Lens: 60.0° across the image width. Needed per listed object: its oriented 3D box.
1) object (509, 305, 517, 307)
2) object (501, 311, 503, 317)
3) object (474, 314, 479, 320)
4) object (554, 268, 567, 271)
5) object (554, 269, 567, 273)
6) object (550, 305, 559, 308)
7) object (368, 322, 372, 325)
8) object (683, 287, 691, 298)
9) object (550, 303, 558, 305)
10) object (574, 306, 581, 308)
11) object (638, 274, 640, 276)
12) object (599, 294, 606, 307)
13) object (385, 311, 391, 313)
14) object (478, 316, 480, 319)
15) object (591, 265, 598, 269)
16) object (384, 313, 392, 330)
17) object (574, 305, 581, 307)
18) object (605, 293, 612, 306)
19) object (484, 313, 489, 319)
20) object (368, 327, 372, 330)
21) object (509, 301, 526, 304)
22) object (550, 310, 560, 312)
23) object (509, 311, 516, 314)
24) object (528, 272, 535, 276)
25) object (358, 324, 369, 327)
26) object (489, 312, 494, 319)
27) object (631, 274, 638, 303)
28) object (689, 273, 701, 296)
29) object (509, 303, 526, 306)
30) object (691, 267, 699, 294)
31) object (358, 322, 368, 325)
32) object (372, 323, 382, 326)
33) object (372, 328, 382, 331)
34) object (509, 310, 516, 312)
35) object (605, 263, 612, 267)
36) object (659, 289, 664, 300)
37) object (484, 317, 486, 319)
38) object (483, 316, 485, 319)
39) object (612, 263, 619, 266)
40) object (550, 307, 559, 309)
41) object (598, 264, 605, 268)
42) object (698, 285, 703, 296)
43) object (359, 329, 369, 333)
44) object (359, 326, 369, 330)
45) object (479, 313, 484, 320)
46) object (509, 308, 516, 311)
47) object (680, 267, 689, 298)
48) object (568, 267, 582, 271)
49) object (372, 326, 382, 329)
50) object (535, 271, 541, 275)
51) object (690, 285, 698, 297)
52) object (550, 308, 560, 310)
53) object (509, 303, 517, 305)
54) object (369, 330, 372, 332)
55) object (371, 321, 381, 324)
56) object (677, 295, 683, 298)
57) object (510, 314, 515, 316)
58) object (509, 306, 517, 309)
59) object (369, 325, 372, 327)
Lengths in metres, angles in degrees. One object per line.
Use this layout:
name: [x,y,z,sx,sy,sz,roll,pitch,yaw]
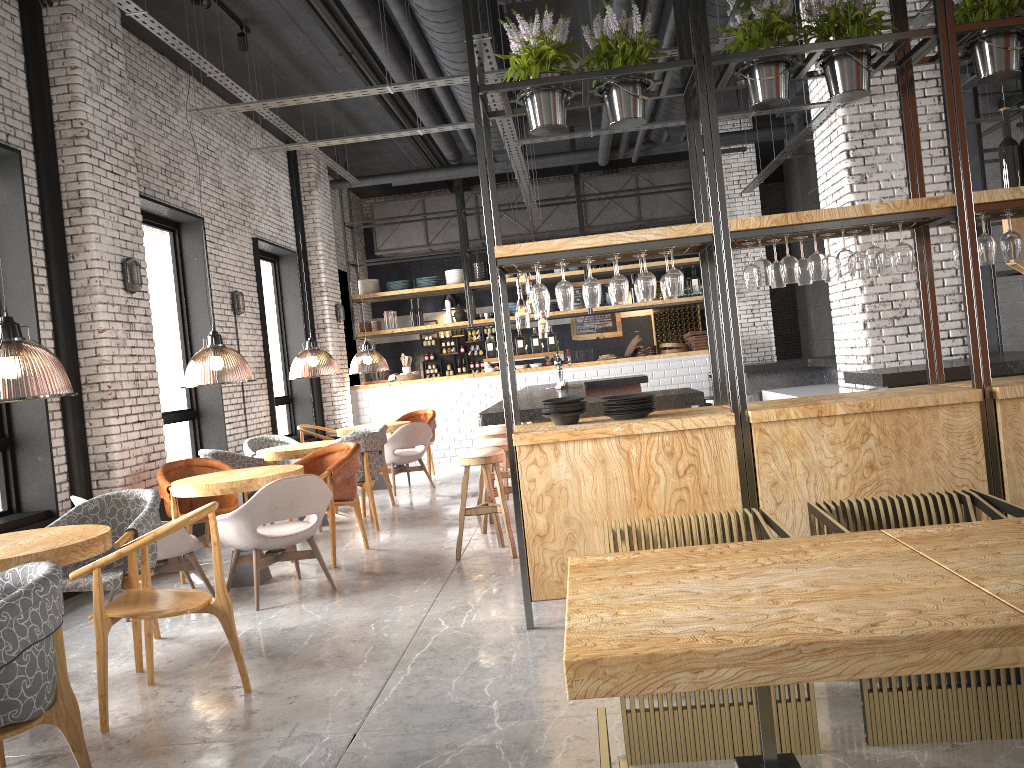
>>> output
object: [0.102,-1.235,14.229,0.334,0.052,0.334,-5,1,21]
object: [-0.168,-1.099,14.029,0.072,0.097,0.072,-5,1,36]
object: [-0.559,-1.059,14.059,0.072,0.097,0.072,-6,1,27]
object: [0.775,-1.828,14.169,0.210,0.069,0.210,-7,1,-30]
object: [0.781,-1.785,14.170,0.210,0.065,0.210,-5,1,22]
object: [0.554,-1.218,14.192,0.453,0.062,0.453,-7,2,-41]
object: [-2.356,-0.983,14.551,0.157,0.053,0.168,-6,1,4]
object: [2.731,-1.439,13.883,0.118,0.181,0.118,-6,1,-19]
object: [0.550,-1.264,14.192,0.453,0.048,0.454,-5,2,31]
object: [0.969,-1.212,14.161,0.263,0.037,0.263,-6,1,-22]
object: [2.042,-1.517,14.091,0.098,0.471,0.098,-6,0,12]
object: [1.407,-1.331,14.124,0.198,0.230,0.166,-6,1,11]
object: [-1.985,-1.032,14.450,0.126,0.313,0.179,-6,1,37]
object: [-0.550,-1.063,14.176,0.072,0.097,0.072,-6,1,4]
object: [1.288,-2.035,14.005,0.098,0.458,0.098,-6,0,27]
object: [-1.977,-1.001,14.196,0.106,0.264,0.152,-6,1,32]
object: [0.968,-1.230,14.162,0.265,0.038,0.265,-5,1,27]
object: [1.582,-1.348,14.098,0.166,0.230,0.198,-6,1,-25]
object: [-0.404,-1.075,14.047,0.072,0.097,0.072,-5,1,44]
object: [-2.348,-0.907,14.551,0.157,0.053,0.168,-6,1,4]
object: [0.095,-1.295,14.227,0.373,0.050,0.373,-5,1,26]
object: [0.563,-1.146,14.193,0.454,0.033,0.454,-6,1,-13]
object: [0.111,-1.137,14.231,0.373,0.067,0.372,-6,1,-14]
object: [0.294,-1.942,14.157,0.098,0.471,0.098,-6,0,27]
object: [-2.386,-0.933,14.298,0.157,0.053,0.168,-6,1,4]
object: [-0.323,-1.083,14.041,0.072,0.097,0.072,-6,1,25]
object: [1.936,-1.506,14.100,0.098,0.471,0.098,-6,0,-7]
object: [2.902,-1.569,14.057,0.156,0.405,0.106,-6,0,9]
object: [0.099,-1.261,14.228,0.335,0.036,0.335,-6,1,-6]
object: [2.893,-1.644,14.052,0.140,0.550,0.097,-6,0,9]
object: [-2.391,-0.974,14.298,0.157,0.053,0.168,-6,1,4]
object: [-2.210,-0.954,14.432,0.157,0.053,0.168,-6,1,9]
object: [-2.202,-0.874,14.432,0.157,0.053,0.168,-6,1,9]
object: [0.107,-1.167,14.228,0.334,0.045,0.335,-6,1,1]
object: [1.506,-2.057,13.988,0.098,0.458,0.098,-6,0,-18]
object: [2.369,-1.402,13.925,0.118,0.181,0.118,-6,1,-32]
object: [-0.455,-1.078,14.404,0.072,0.097,0.072,-6,1,23]
object: [-0.464,-1.074,14.287,0.072,0.097,0.072,-5,1,36]
object: [1.613,-2.068,13.980,0.098,0.458,0.098,-6,0,-18]
object: [0.559,-1.194,14.193,0.453,0.050,0.454,-5,1,25]
object: [1.395,-2.045,13.997,0.098,0.458,0.098,-6,0,27]
object: [2.970,-1.462,13.830,0.118,0.181,0.118,-6,1,28]
object: [-2.378,-0.852,14.298,0.157,0.053,0.168,-6,1,4]
object: [-2.383,-0.897,14.298,0.157,0.053,0.168,-6,1,4]
object: [-0.482,-1.067,14.053,0.072,0.097,0.072,-6,1,26]
object: [0.110,-1.189,14.227,0.371,0.071,0.373,-6,1,16]
object: [2.706,-1.623,14.057,0.156,0.554,0.106,-6,0,9]
object: [1.006,-1.822,14.126,0.219,0.085,0.218,-7,1,-26]
object: [-2.206,-0.918,14.432,0.157,0.053,0.168,-6,1,9]
object: [0.400,-1.952,14.149,0.098,0.471,0.098,-6,0,27]
object: [2.852,-1.452,13.891,0.118,0.181,0.118,-6,1,-12]
object: [0.560,-1.170,14.193,0.454,0.042,0.454,-6,1,-21]
object: [0.099,-1.275,14.228,0.334,0.048,0.335,-6,1,-9]
object: [-2.344,-0.862,14.551,0.157,0.053,0.168,-6,1,4]
object: [-2.214,-0.995,14.432,0.157,0.053,0.168,-6,1,9]
object: [2.610,-1.426,13.878,0.118,0.181,0.118,-6,1,38]
object: [0.115,-1.102,14.228,0.335,0.033,0.334,-7,1,-26]
object: [0.105,-1.219,14.229,0.334,0.052,0.334,-5,2,43]
object: [-2.352,-0.942,14.551,0.157,0.053,0.168,-6,1,4]
